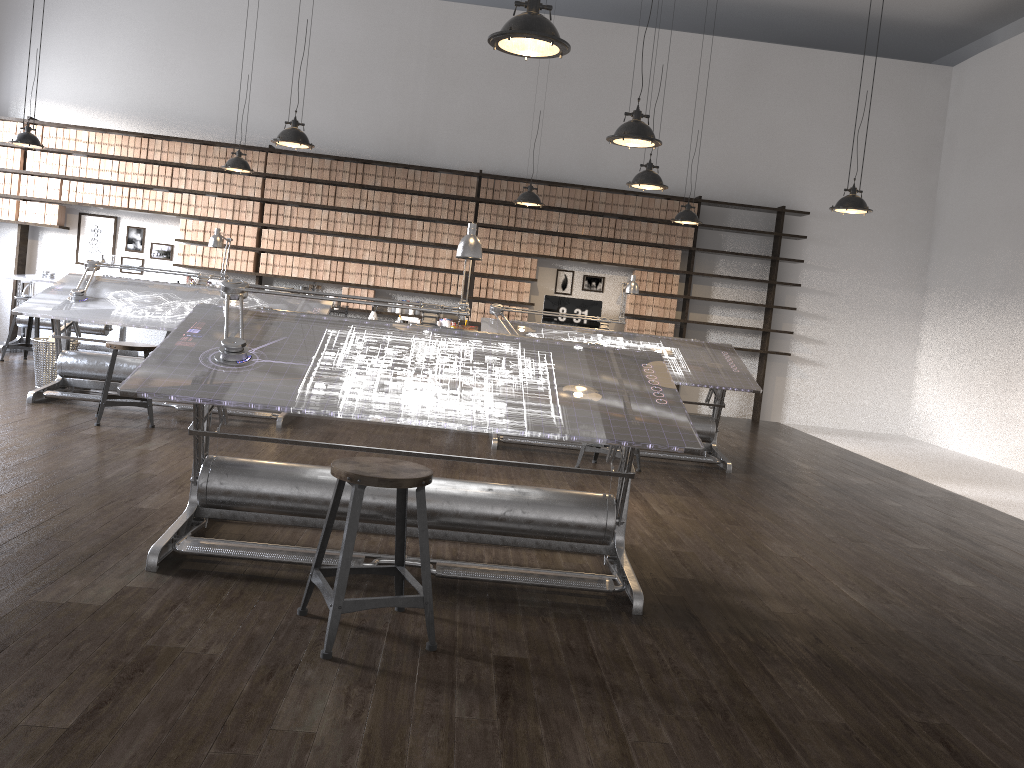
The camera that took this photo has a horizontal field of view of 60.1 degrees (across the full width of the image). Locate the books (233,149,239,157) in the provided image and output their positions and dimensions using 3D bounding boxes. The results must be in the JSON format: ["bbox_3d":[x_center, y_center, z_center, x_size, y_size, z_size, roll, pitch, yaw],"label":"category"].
[{"bbox_3d":[-3.021,-2.460,9.741,0.066,0.225,0.175,6,4,-4],"label":"books"}]

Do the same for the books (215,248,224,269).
[{"bbox_3d":[-3.212,-1.384,9.781,0.066,0.225,0.175,6,4,-4],"label":"books"}]

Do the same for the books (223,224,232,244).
[{"bbox_3d":[-3.120,-1.646,9.777,0.066,0.225,0.175,6,4,-4],"label":"books"}]

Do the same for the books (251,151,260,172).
[{"bbox_3d":[-2.808,-2.437,9.753,0.066,0.225,0.175,6,4,-4],"label":"books"}]

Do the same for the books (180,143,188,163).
[{"bbox_3d":[-3.570,-2.517,9.709,0.066,0.225,0.175,6,4,-4],"label":"books"}]

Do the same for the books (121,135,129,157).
[{"bbox_3d":[-4.190,-2.581,9.666,0.067,0.225,0.175,6,4,-4],"label":"books"}]

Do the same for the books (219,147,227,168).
[{"bbox_3d":[-3.155,-2.473,9.729,0.066,0.225,0.175,6,4,-4],"label":"books"}]

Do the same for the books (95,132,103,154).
[{"bbox_3d":[-4.472,-2.611,9.655,0.066,0.225,0.175,6,4,-4],"label":"books"}]

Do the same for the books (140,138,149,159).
[{"bbox_3d":[-3.989,-2.560,9.680,0.067,0.225,0.175,6,4,-4],"label":"books"}]

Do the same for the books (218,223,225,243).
[{"bbox_3d":[-3.190,-1.653,9.768,0.066,0.225,0.175,6,4,-4],"label":"books"}]

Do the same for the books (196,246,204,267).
[{"bbox_3d":[-3.420,-1.405,9.767,0.067,0.225,0.175,6,4,-4],"label":"books"}]

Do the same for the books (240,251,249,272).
[{"bbox_3d":[-2.941,-1.356,9.801,0.066,0.225,0.175,6,4,-4],"label":"books"}]

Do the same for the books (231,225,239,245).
[{"bbox_3d":[-3.045,-1.638,9.776,0.067,0.225,0.175,6,4,-4],"label":"books"}]

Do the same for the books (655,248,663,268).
[{"bbox_3d":[1.653,-1.424,10.044,0.067,0.225,0.175,6,4,-4],"label":"books"}]

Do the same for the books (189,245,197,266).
[{"bbox_3d":[-3.492,-1.413,9.764,0.066,0.225,0.175,6,4,-4],"label":"books"}]

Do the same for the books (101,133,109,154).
[{"bbox_3d":[-4.403,-2.604,9.661,0.066,0.225,0.175,6,4,-4],"label":"books"}]

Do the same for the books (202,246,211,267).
[{"bbox_3d":[-3.351,-1.398,9.775,0.066,0.225,0.175,6,4,-4],"label":"books"}]

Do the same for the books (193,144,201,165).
[{"bbox_3d":[-3.435,-2.503,9.713,0.067,0.225,0.175,6,4,-4],"label":"books"}]

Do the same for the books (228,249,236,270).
[{"bbox_3d":[-3.068,-1.368,9.786,0.067,0.225,0.175,6,4,-4],"label":"books"}]

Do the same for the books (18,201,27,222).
[{"bbox_3d":[-5.290,-1.872,9.642,0.067,0.225,0.175,6,4,-4],"label":"books"}]

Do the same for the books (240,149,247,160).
[{"bbox_3d":[-2.947,-2.452,9.746,0.066,0.225,0.175,6,4,-4],"label":"books"}]

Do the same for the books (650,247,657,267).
[{"bbox_3d":[1.587,-1.431,10.044,0.066,0.225,0.175,6,4,-4],"label":"books"}]

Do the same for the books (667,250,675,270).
[{"bbox_3d":[1.790,-1.410,10.058,0.066,0.225,0.175,6,4,-4],"label":"books"}]

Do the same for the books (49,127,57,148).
[{"bbox_3d":[-4.950,-2.661,9.623,0.066,0.225,0.175,6,4,-4],"label":"books"}]

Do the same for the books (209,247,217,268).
[{"bbox_3d":[-3.281,-1.391,9.781,0.066,0.225,0.175,6,4,-4],"label":"books"}]

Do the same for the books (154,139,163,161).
[{"bbox_3d":[-3.844,-2.545,9.689,0.066,0.225,0.175,6,4,-4],"label":"books"}]

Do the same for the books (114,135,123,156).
[{"bbox_3d":[-4.262,-2.589,9.662,0.066,0.225,0.175,6,4,-4],"label":"books"}]

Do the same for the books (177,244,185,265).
[{"bbox_3d":[-3.621,-1.426,9.754,0.067,0.225,0.175,6,4,-4],"label":"books"}]

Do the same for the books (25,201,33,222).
[{"bbox_3d":[-5.218,-1.864,9.648,0.066,0.225,0.175,6,4,-4],"label":"books"}]

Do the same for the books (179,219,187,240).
[{"bbox_3d":[-3.598,-1.695,9.743,0.067,0.225,0.175,6,4,-4],"label":"books"}]

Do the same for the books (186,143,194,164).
[{"bbox_3d":[-3.507,-2.510,9.711,0.066,0.225,0.175,6,4,-4],"label":"books"}]

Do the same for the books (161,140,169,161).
[{"bbox_3d":[-3.774,-2.538,9.698,0.066,0.225,0.175,6,4,-4],"label":"books"}]

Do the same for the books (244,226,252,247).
[{"bbox_3d":[-2.896,-1.622,9.788,0.066,0.225,0.175,6,4,-4],"label":"books"}]

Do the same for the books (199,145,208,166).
[{"bbox_3d":[-3.366,-2.496,9.721,0.066,0.225,0.175,6,4,-4],"label":"books"}]

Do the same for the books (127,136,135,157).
[{"bbox_3d":[-4.127,-2.575,9.675,0.066,0.225,0.175,6,4,-4],"label":"books"}]

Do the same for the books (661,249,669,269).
[{"bbox_3d":[1.720,-1.417,10.054,0.066,0.225,0.175,6,4,-4],"label":"books"}]

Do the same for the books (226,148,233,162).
[{"bbox_3d":[-3.083,-2.466,9.733,0.067,0.225,0.175,6,4,-4],"label":"books"}]

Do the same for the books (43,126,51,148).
[{"bbox_3d":[-5.021,-2.669,9.623,0.066,0.225,0.175,6,4,-4],"label":"books"}]

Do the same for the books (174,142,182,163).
[{"bbox_3d":[-3.636,-2.523,9.700,0.067,0.225,0.175,6,4,-4],"label":"books"}]

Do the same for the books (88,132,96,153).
[{"bbox_3d":[-4.542,-2.618,9.647,0.067,0.225,0.175,6,4,-4],"label":"books"}]

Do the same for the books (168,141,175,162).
[{"bbox_3d":[-3.703,-2.531,9.702,0.066,0.225,0.175,6,4,-4],"label":"books"}]

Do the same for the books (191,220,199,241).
[{"bbox_3d":[-3.464,-1.682,9.755,0.066,0.225,0.175,6,4,-4],"label":"books"}]

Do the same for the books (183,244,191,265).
[{"bbox_3d":[-3.555,-1.420,9.762,0.066,0.225,0.175,6,4,-4],"label":"books"}]

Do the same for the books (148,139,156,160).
[{"bbox_3d":[-3.914,-2.553,9.690,0.066,0.225,0.175,6,4,-4],"label":"books"}]

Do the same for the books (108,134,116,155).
[{"bbox_3d":[-4.334,-2.597,9.661,0.066,0.225,0.175,6,4,-4],"label":"books"}]

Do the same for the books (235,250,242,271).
[{"bbox_3d":[-3.006,-1.362,9.795,0.066,0.225,0.175,6,4,-4],"label":"books"}]

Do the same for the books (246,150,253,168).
[{"bbox_3d":[-2.878,-2.445,9.753,0.066,0.225,0.175,6,4,-4],"label":"books"}]

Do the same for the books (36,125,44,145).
[{"bbox_3d":[-5.095,-2.676,9.613,0.067,0.225,0.175,6,4,-4],"label":"books"}]

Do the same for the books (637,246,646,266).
[{"bbox_3d":[1.453,-1.445,10.033,0.067,0.225,0.175,6,4,-4],"label":"books"}]

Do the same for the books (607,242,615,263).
[{"bbox_3d":[1.101,-1.481,10.010,0.067,0.225,0.175,6,4,-4],"label":"books"}]

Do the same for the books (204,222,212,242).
[{"bbox_3d":[-3.331,-1.668,9.764,0.066,0.225,0.175,6,4,-4],"label":"books"}]

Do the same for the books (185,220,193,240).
[{"bbox_3d":[-3.526,-1.688,9.749,0.066,0.225,0.175,6,4,-4],"label":"books"}]

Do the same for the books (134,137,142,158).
[{"bbox_3d":[-4.062,-2.568,9.681,0.066,0.225,0.175,6,4,-4],"label":"books"}]

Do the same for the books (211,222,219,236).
[{"bbox_3d":[-3.261,-1.660,9.768,0.066,0.225,0.175,6,4,-4],"label":"books"}]

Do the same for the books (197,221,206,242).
[{"bbox_3d":[-3.398,-1.674,9.754,0.067,0.225,0.175,6,4,-4],"label":"books"}]

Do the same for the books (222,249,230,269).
[{"bbox_3d":[-3.140,-1.376,9.782,0.066,0.225,0.175,6,4,-4],"label":"books"}]

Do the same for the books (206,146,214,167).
[{"bbox_3d":[-3.297,-2.489,9.727,0.066,0.225,0.175,6,4,-4],"label":"books"}]

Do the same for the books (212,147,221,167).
[{"bbox_3d":[-3.227,-2.481,9.728,0.066,0.225,0.175,6,4,-4],"label":"books"}]

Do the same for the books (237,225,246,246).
[{"bbox_3d":[-2.972,-1.630,9.786,0.066,0.225,0.175,6,4,-4],"label":"books"}]

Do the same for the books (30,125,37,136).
[{"bbox_3d":[-5.169,-2.684,9.615,0.066,0.225,0.175,6,4,-4],"label":"books"}]
